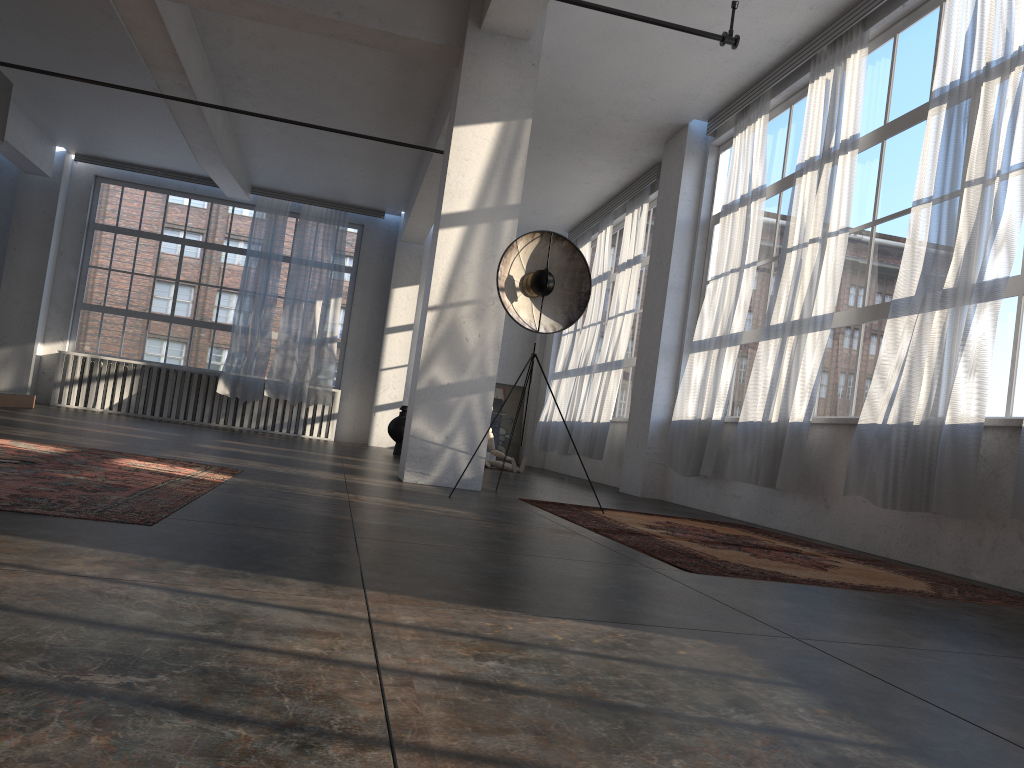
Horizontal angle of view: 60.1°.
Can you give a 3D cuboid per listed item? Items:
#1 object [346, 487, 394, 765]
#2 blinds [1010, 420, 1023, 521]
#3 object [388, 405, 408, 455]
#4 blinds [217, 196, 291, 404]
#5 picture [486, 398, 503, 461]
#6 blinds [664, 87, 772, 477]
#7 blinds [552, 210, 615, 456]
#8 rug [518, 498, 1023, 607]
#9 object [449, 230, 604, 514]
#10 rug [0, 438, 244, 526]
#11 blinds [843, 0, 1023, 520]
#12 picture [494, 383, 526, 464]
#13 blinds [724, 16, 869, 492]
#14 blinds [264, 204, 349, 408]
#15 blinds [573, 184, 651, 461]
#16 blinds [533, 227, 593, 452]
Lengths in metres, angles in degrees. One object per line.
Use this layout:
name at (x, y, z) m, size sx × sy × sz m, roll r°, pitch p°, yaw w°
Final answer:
object at (-10.901, -0.699, 3.008) m, size 27.472 × 0.001 × 19.566 m, roll 8°, pitch -4°, yaw -12°
blinds at (2.847, -1.139, 3.827) m, size 0.346 × 3.748 × 1.018 m, roll 8°, pitch -3°, yaw -13°
object at (-1.508, 0.649, 12.319) m, size 0.433 × 0.693 × 0.453 m, roll 5°, pitch -4°, yaw 42°
blinds at (-4.128, -1.446, 14.334) m, size 0.699 × 3.556 × 0.869 m, roll 8°, pitch -3°, yaw -13°
picture at (-0.894, 0.699, 15.366) m, size 1.448 × 1.141 × 0.301 m, roll 9°, pitch -3°, yaw -15°
blinds at (1.980, -0.959, 8.273) m, size 0.318 × 3.710 × 1.015 m, roll 8°, pitch -3°, yaw -12°
blinds at (1.088, -0.796, 12.747) m, size 0.318 × 3.710 × 1.015 m, roll 8°, pitch -3°, yaw -12°
rug at (1.234, 0.901, 5.091) m, size 1.834 × 0.009 × 3.100 m, roll 8°, pitch -4°, yaw -12°
object at (0.122, -0.126, 6.334) m, size 1.066 × 1.918 × 1.169 m, roll 8°, pitch -3°, yaw -12°
rug at (-2.299, 0.345, 3.932) m, size 1.872 × 0.029 × 2.859 m, roll 8°, pitch -4°, yaw -12°
blinds at (2.572, -1.086, 5.155) m, size 0.343 × 3.694 × 1.024 m, roll 8°, pitch -3°, yaw -14°
picture at (-0.379, 0.654, 15.594) m, size 1.159 × 1.385 × 0.251 m, roll 8°, pitch -3°, yaw -13°
blinds at (2.246, -1.015, 6.807) m, size 0.364 × 3.672 × 1.022 m, roll 8°, pitch -3°, yaw -12°
blinds at (-3.218, -1.356, 14.411) m, size 1.067 × 3.498 × 0.990 m, roll 8°, pitch -3°, yaw -12°
blinds at (1.342, -0.843, 11.443) m, size 0.364 × 3.672 × 1.022 m, roll 8°, pitch -3°, yaw -12°
blinds at (0.844, -0.766, 13.902) m, size 0.343 × 3.694 × 1.024 m, roll 8°, pitch -3°, yaw -14°
